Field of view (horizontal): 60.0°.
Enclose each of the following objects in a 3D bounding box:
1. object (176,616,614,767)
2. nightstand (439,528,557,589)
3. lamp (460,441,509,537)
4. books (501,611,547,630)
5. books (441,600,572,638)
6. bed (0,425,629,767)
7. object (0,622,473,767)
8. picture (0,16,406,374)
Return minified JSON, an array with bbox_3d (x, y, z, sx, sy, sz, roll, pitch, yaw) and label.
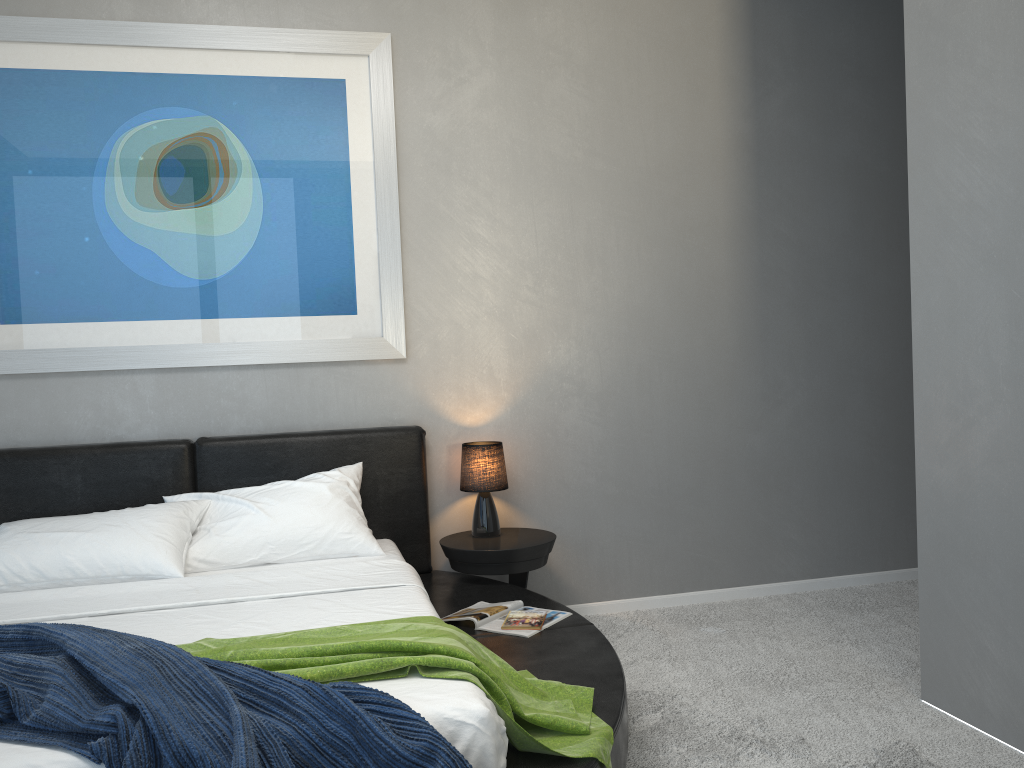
[{"bbox_3d":[-0.903,0.771,2.016,2.301,0.342,0.646,-3,1,-14],"label":"object"},{"bbox_3d":[-0.050,0.873,3.768,0.497,0.440,0.496,-2,2,15],"label":"nightstand"},{"bbox_3d":[-0.120,0.455,3.838,0.208,0.400,0.219,-4,2,-33],"label":"lamp"},{"bbox_3d":[0.043,0.808,3.036,0.133,0.012,0.189,-2,1,8],"label":"books"},{"bbox_3d":[-0.033,0.804,3.104,0.395,0.039,0.301,-2,1,33],"label":"books"},{"bbox_3d":[-1.011,0.694,2.476,2.754,0.934,2.616,-3,1,-13],"label":"bed"},{"bbox_3d":[-1.034,0.837,1.887,2.154,0.568,0.684,-2,2,29],"label":"object"},{"bbox_3d":[-1.370,-0.771,3.652,1.800,1.401,0.025,-3,2,-13],"label":"picture"}]
